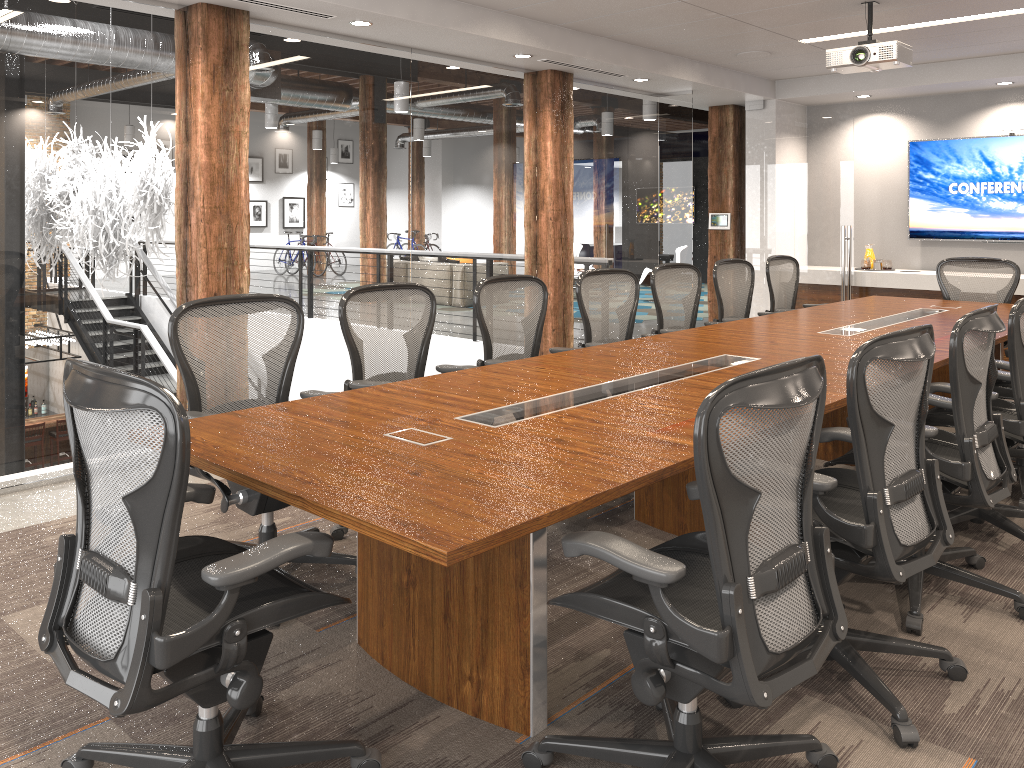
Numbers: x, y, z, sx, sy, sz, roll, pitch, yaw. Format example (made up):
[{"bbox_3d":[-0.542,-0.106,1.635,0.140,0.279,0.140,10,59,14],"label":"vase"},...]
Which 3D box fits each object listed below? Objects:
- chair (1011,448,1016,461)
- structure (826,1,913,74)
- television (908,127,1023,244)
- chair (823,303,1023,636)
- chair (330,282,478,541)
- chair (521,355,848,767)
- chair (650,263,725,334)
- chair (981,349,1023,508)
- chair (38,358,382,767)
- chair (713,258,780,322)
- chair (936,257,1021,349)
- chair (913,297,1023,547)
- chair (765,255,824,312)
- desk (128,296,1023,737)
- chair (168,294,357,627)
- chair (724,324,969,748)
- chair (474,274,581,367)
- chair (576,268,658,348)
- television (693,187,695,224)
[{"bbox_3d":[3.152,-0.118,5.068,0.804,1.083,0.767,-3,5,-37],"label":"chair"},{"bbox_3d":[2.373,-2.317,5.798,0.463,0.452,0.320,5,6,42],"label":"structure"},{"bbox_3d":[4.773,-1.888,8.291,1.923,1.097,0.065,8,5,42],"label":"television"},{"bbox_3d":[1.501,0.234,3.244,0.794,1.083,0.777,2,4,24],"label":"chair"},{"bbox_3d":[-0.407,0.089,3.999,0.794,1.083,0.777,2,4,24],"label":"chair"},{"bbox_3d":[0.402,0.462,2.063,0.795,1.083,0.775,3,5,36],"label":"chair"},{"bbox_3d":[1.286,-0.238,5.692,0.763,1.083,0.808,3,5,35],"label":"chair"},{"bbox_3d":[2.602,0.006,4.428,0.794,1.083,0.776,2,4,28],"label":"chair"},{"bbox_3d":[-0.754,0.460,2.075,0.771,1.083,0.800,1,4,16],"label":"chair"},{"bbox_3d":[1.812,-0.363,6.340,0.794,1.083,0.777,2,4,26],"label":"chair"},{"bbox_3d":[3.462,-0.400,6.528,0.772,1.083,0.799,2,4,26],"label":"chair"},{"bbox_3d":[2.038,0.110,3.890,0.765,1.083,0.806,4,5,44],"label":"chair"},{"bbox_3d":[2.367,-0.467,6.876,0.804,1.083,0.766,-3,5,-41],"label":"chair"},{"bbox_3d":[1.404,0.179,4.368,1.414,0.746,6.095,8,13,42],"label":"desk"},{"bbox_3d":[-0.928,0.209,3.377,0.793,1.083,0.778,1,4,16],"label":"chair"},{"bbox_3d":[0.945,0.337,2.710,0.765,1.083,0.805,3,5,42],"label":"chair"},{"bbox_3d":[0.190,-0.011,4.517,0.763,1.083,0.808,2,5,32],"label":"chair"},{"bbox_3d":[0.744,-0.129,5.128,0.794,1.083,0.776,2,4,28],"label":"chair"},{"bbox_3d":[3.295,-3.837,18.740,1.473,0.789,0.049,8,5,42],"label":"television"}]
